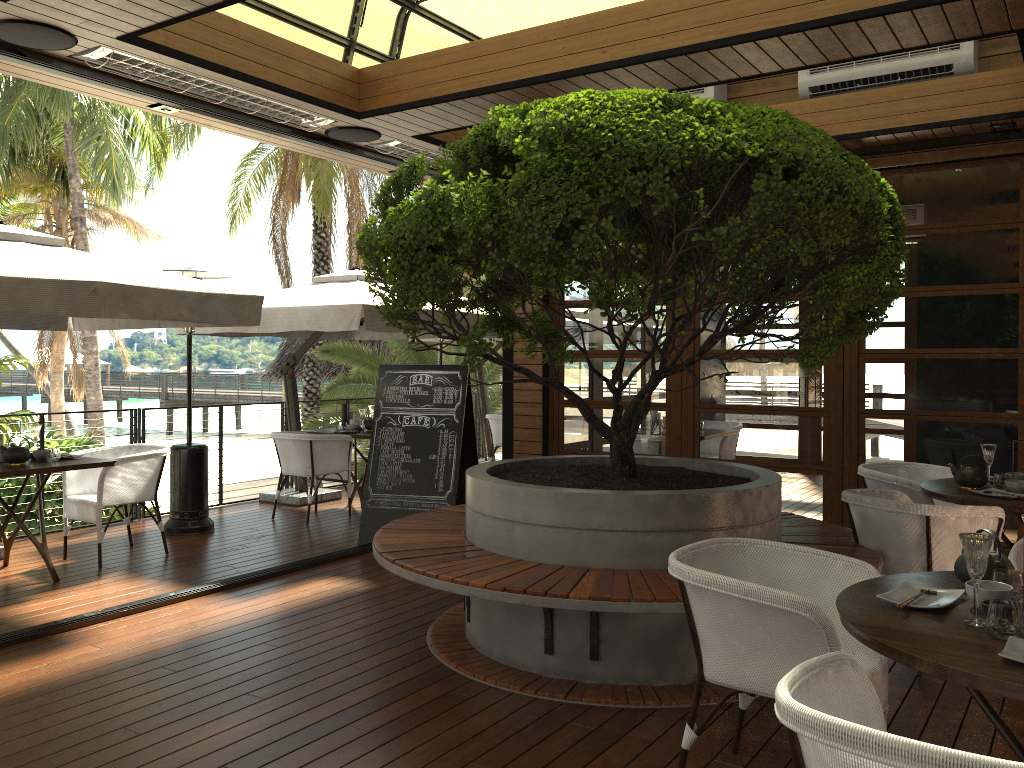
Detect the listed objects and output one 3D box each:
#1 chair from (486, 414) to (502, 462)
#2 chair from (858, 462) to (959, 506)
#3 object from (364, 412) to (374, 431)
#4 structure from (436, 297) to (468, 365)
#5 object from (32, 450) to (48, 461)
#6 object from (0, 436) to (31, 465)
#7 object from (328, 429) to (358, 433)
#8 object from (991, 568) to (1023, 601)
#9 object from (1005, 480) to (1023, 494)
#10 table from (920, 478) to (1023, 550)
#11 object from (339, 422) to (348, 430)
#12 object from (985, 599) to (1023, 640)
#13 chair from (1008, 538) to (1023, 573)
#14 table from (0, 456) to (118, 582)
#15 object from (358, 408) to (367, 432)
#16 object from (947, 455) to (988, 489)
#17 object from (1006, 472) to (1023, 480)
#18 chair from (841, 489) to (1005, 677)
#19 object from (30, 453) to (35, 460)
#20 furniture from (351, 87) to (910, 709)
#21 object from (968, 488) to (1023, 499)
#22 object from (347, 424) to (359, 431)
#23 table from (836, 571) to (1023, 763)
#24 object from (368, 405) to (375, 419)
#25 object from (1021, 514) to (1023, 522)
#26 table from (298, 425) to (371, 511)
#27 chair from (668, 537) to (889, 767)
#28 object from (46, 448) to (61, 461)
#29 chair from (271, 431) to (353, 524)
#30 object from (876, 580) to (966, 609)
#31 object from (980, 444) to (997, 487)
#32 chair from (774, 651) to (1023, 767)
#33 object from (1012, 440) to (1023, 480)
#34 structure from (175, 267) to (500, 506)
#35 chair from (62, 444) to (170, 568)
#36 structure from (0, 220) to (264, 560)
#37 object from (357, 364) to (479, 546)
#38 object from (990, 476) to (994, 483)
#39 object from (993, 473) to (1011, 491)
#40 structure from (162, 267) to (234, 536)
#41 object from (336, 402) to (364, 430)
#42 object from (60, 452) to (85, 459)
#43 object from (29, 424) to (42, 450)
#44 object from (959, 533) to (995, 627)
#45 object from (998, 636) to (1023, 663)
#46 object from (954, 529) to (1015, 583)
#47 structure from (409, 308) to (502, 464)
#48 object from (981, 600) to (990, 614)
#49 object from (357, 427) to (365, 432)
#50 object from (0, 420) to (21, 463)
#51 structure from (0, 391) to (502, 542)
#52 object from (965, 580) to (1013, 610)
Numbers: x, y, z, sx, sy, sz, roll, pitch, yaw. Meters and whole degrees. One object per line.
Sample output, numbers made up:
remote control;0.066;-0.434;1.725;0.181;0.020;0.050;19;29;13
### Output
chair;0.016;0.754;10.807;0.627;0.788;0.617;1;1;34
chair;2.461;0.899;5.381;0.627;0.788;0.617;0;1;-26
object;-1.340;0.360;8.541;0.168;0.179;0.163;1;1;31
structure;-0.819;0.061;10.216;0.699;2.192;0.699;0;0;21
object;-3.137;0.477;5.920;0.116;0.065;0.116;1;1;32
object;-3.194;0.425;5.713;0.163;0.179;0.168;1;1;35
object;-1.560;0.443;8.285;0.294;0.025;0.170;1;2;33
object;1.391;0.569;2.491;0.086;0.086;0.086;0;1;2
object;2.598;0.532;4.558;0.116;0.065;0.116;0;1;4
table;2.773;0.937;4.635;1.166;0.749;1.166;0;1;2
object;-1.617;0.407;8.486;0.086;0.086;0.086;1;1;38
object;1.206;0.577;2.165;0.086;0.086;0.086;0;1;-3
chair;2.085;0.956;3.057;0.627;0.788;0.617;1;1;39
table;-3.277;0.887;5.801;0.931;0.749;0.932;1;1;33
object;-1.399;0.339;8.315;0.082;0.227;0.082;1;1;34
object;2.463;0.469;4.764;0.163;0.179;0.168;0;1;-19
object;2.777;0.525;4.869;0.116;0.065;0.116;1;2;44
chair;1.963;0.924;4.312;0.617;0.788;0.627;0;1;-26
object;-3.221;0.487;5.974;0.080;0.042;0.080;0;1;-5
furniture;0.577;-0.032;4.546;2.569;2.722;2.720;0;1;-2
object;2.463;0.555;4.445;0.170;0.025;0.295;0;1;-17
object;-1.514;0.420;8.443;0.116;0.065;0.116;1;1;37
table;1.451;0.992;2.282;1.166;0.749;1.166;0;1;2
object;-1.396;0.325;8.872;0.082;0.227;0.082;1;1;34
object;1.518;0.495;2.561;0.082;0.227;0.082;0;1;26
table;-1.419;0.822;8.632;0.931;0.749;0.932;1;1;33
chair;0.849;0.956;2.901;0.617;0.788;0.627;1;1;39
object;-3.035;0.468;5.874;0.086;0.086;0.086;1;1;38
chair;-1.826;0.818;8.002;0.627;0.788;0.617;1;1;34
object;1.135;0.599;2.476;0.170;0.025;0.295;1;2;42
object;2.589;0.442;4.815;0.082;0.227;0.082;0;1;-33
chair;0.849;0.986;1.721;0.627;0.788;0.617;1;1;39
object;2.822;0.432;4.623;0.263;0.264;0.263;0;1;-22
structure;-1.513;0.034;8.622;2.414;2.332;2.414;1;1;33
chair;-2.836;0.854;6.419;0.627;0.788;0.617;1;1;34
structure;-3.366;0.099;5.800;2.414;2.332;2.414;1;1;33
object;-0.703;0.542;7.064;0.768;1.397;0.771;0;1;18
object;2.650;0.541;5.001;0.294;0.025;0.170;0;2;-22
object;2.583;0.518;4.672;0.086;0.086;0.086;1;1;33
structure;-2.684;0.126;7.375;0.699;2.192;0.699;0;0;21
object;-1.590;0.314;8.704;0.263;0.264;0.263;0;1;-12
object;-3.091;0.494;6.078;0.294;0.025;0.170;1;2;33
object;-3.251;0.390;6.047;0.082;0.227;0.082;1;1;34
object;1.188;0.501;2.269;0.082;0.227;0.082;1;1;43
object;1.248;0.613;1.950;0.295;0.025;0.170;1;2;37
object;1.405;0.519;2.641;0.168;0.179;0.163;1;1;44
structure;0.341;-0.030;11.445;2.414;2.332;2.414;1;1;33
object;1.271;0.595;2.317;0.080;0.042;0.080;0;1;11
object;-1.431;0.433;8.390;0.080;0.042;0.080;1;1;25
object;-3.445;0.379;5.879;0.263;0.264;0.263;0;1;-12
structure;-6.684;0.911;2.772;0.163;1.153;26.271;0;1;33
object;1.302;0.581;2.420;0.116;0.065;0.116;-1;2;-44
